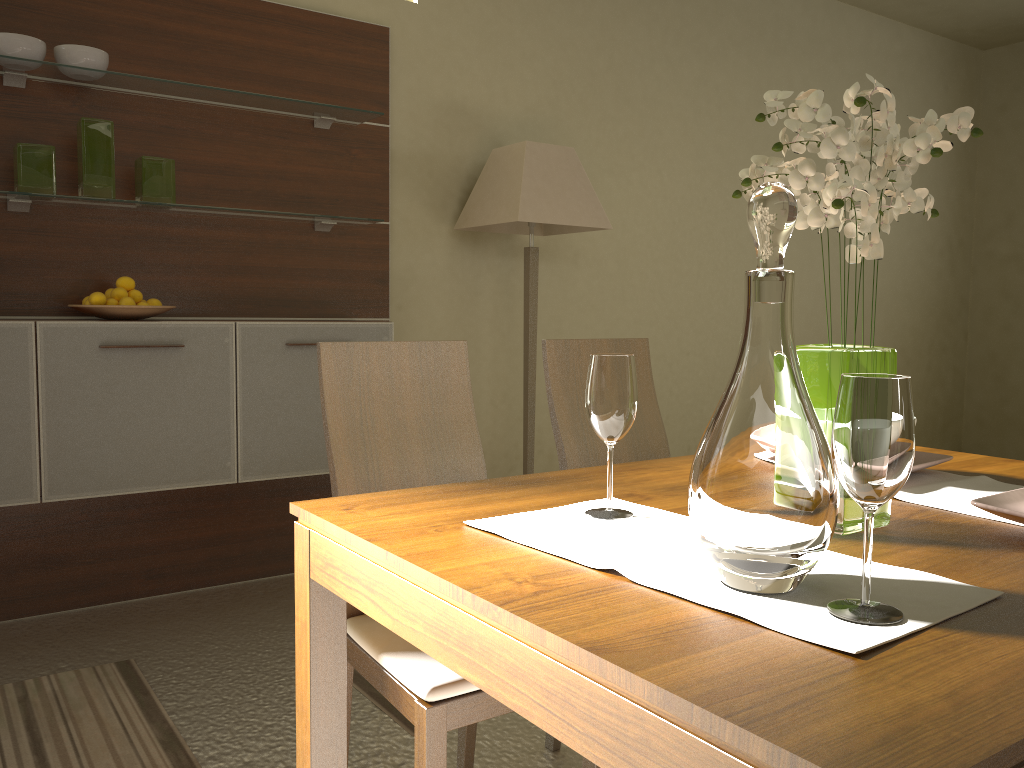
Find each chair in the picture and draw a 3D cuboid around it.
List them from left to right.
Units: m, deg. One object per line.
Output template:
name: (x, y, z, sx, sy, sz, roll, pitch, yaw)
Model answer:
chair: (-0.117, 0.432, 1.756, 0.404, 1.017, 0.507, -3, 6, -35)
chair: (0.360, 0.409, 2.103, 0.404, 1.017, 0.507, -3, 6, -37)

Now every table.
table: (0.521, 0.585, 1.379, 1.411, 0.790, 1.000, -3, 6, -35)

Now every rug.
rug: (-1.598, 0.907, 1.932, 1.613, 0.007, 0.842, -3, 6, -34)
rug: (0.171, 0.836, 3.063, 1.613, 0.010, 0.843, -3, 6, -35)

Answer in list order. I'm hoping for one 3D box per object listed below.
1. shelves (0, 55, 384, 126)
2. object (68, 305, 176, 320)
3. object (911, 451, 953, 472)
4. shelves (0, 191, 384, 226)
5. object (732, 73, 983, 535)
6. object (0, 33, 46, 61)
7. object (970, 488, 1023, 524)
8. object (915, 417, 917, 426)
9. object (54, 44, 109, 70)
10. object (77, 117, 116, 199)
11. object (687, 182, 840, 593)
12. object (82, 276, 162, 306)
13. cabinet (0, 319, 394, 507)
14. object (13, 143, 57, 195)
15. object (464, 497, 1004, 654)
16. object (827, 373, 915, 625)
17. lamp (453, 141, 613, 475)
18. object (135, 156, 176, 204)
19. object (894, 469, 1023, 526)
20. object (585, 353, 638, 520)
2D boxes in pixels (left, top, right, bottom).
shelves: (-1.577, -1.009, 2.832, 2.463, 0.008, 0.255, -3, 6, -35)
object: (-1.320, -0.241, 3.013, 0.337, 0.053, 0.337, 0, 5, -3)
object: (0.620, 0.146, 1.647, 0.283, 0.033, 0.283, -3, 6, -41)
shelves: (-1.582, -0.602, 2.866, 2.463, 0.008, 0.255, -3, 6, -35)
object: (0.452, -0.105, 1.235, 0.302, 0.608, 0.304, -2, 6, -32)
object: (-1.567, -1.049, 2.810, 0.163, 0.077, 0.163, 2, 5, 14)
object: (0.824, 0.187, 1.197, 0.283, 0.041, 0.283, -3, 6, -35)
object: (0.620, 0.105, 1.643, 0.233, 0.101, 0.233, 5, 7, 44)
object: (-1.419, -1.057, 2.926, 0.163, 0.077, 0.163, 2, 5, 14)
object: (-1.385, -0.743, 2.951, 0.099, 0.259, 0.099, -3, 6, -35)
object: (0.269, 0.002, 0.941, 0.156, 0.426, 0.156, 1, 5, 6)
object: (-1.330, -0.294, 2.994, 0.230, 0.139, 0.259, 3, 5, 25)
cabinet: (-1.556, 0.078, 2.874, 2.463, 0.570, 0.372, -3, 6, -35)
object: (-1.539, -0.686, 2.861, 0.112, 0.160, 0.111, -3, 6, -35)
object: (0.227, 0.204, 1.081, 0.287, 0.010, 0.589, -3, 6, -38)
object: (0.345, 0.107, 0.855, 0.075, 0.232, 0.075, 2, 5, 14)
lamp: (0.080, -0.129, 3.900, 0.499, 1.782, 0.499, -3, 6, -35)
object: (-1.240, -0.701, 3.082, 0.111, 0.160, 0.112, -3, 6, -35)
object: (0.726, 0.174, 1.516, 0.287, 0.010, 0.589, -2, 6, -32)
object: (0.142, 0.074, 1.273, 0.075, 0.232, 0.075, 2, 5, 14)
